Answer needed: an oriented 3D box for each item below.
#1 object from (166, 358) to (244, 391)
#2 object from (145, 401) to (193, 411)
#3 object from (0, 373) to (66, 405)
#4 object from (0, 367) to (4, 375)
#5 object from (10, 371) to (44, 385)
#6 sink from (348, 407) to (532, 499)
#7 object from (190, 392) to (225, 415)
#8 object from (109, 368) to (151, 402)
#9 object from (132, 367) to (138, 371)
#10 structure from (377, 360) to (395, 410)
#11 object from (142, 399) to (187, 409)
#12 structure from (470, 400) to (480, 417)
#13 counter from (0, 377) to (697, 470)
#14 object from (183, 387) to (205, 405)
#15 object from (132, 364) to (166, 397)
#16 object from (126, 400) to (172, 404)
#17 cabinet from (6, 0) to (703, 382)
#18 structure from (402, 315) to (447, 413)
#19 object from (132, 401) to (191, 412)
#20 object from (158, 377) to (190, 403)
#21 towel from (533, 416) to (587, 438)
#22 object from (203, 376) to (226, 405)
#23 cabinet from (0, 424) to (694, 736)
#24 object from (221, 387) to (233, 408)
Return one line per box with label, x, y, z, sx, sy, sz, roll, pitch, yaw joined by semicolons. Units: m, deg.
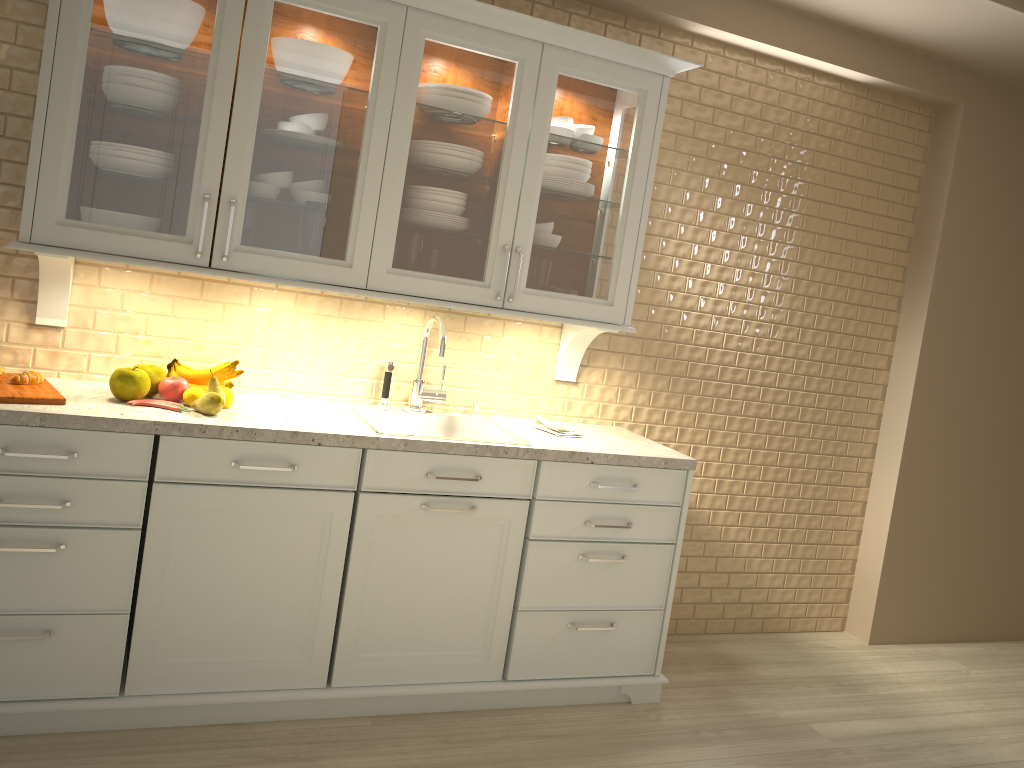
object;-0.902;-0.021;2.600;0.196;0.136;0.183;4;7;-42
object;-0.937;0.060;2.407;0.148;0.012;0.030;8;6;-4
object;-1.319;0.010;2.329;0.199;0.020;0.353;3;9;-38
object;-1.407;-0.036;2.386;0.044;0.036;0.099;8;6;-13
object;-1.293;-0.016;2.368;0.044;0.036;0.099;9;6;7
sink;-0.265;0.333;2.766;0.483;0.413;0.383;7;5;-23
object;-0.833;0.051;2.409;0.094;0.063;0.066;8;5;-4
object;-1.048;0.002;2.425;0.106;0.090;0.105;7;5;-17
object;-1.036;-0.038;2.428;0.018;0.021;0.003;5;4;-37
structure;-0.416;0.003;2.930;0.043;0.161;0.057;8;3;-23
object;-0.948;0.055;2.430;0.147;0.013;0.042;10;6;6
structure;-0.127;0.085;3.070;0.029;0.056;0.029;11;4;32
counter;-0.499;0.117;2.689;2.190;0.035;0.527;6;7;-23
object;-0.893;0.037;2.487;0.055;0.054;0.066;11;6;29
object;-1.045;-0.010;2.530;0.104;0.090;0.106;12;6;31
object;-0.980;0.053;2.408;0.129;0.012;0.043;6;7;-23
cabinet;-0.422;-0.608;2.693;1.921;1.109;0.414;6;4;-23
structure;-0.260;-0.058;2.906;0.141;0.335;0.212;8;4;-14
object;-0.941;0.062;2.388;0.155;0.013;0.040;8;6;-7
object;-0.956;0.017;2.503;0.082;0.070;0.085;13;6;36
towel;0.173;0.147;3.008;0.163;0.050;0.172;4;8;-37
object;-0.832;0.026;2.475;0.064;0.097;0.065;7;4;-27
cabinet;-0.567;0.508;2.750;2.211;0.791;0.643;6;5;-23
object;-0.826;0.041;2.535;0.053;0.066;0.057;8;5;-17
